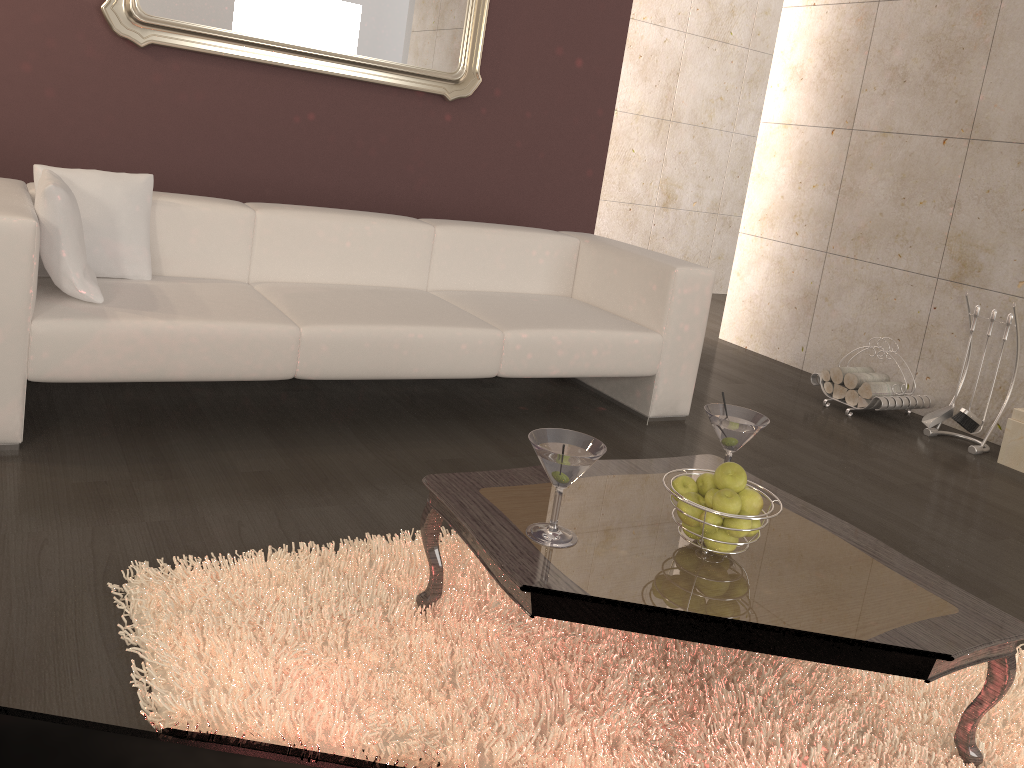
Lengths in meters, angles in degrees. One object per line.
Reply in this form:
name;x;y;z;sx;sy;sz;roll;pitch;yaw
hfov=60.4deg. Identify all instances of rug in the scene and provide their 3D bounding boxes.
rug;0.335;0.615;1.789;1.994;0.066;1.547;-1;18;-31

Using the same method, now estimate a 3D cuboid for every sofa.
sofa;-0.577;-0.297;3.380;2.778;0.638;0.967;-1;16;-31

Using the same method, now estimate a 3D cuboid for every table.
table;0.363;0.470;1.788;0.913;0.296;0.927;-1;18;-32

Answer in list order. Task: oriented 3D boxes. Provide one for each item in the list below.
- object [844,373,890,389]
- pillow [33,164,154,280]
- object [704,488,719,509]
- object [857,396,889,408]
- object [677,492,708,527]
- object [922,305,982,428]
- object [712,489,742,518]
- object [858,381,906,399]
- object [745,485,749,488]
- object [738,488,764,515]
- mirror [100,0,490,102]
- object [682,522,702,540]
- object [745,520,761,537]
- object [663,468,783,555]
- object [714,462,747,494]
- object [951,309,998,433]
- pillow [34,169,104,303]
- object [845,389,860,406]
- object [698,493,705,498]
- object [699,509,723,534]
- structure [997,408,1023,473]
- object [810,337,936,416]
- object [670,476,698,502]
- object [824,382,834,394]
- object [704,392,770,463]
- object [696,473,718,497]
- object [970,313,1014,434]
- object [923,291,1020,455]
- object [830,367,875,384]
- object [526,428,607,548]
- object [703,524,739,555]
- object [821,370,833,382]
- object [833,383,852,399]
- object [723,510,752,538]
object;1.760;-0.014;4.364;0.251;0.075;0.081;0;15;-31
pillow;-1.412;-0.542;2.976;0.376;0.354;0.173;1;13;-33
object;0.396;0.226;1.707;0.046;0.043;0.046;16;14;28
object;1.791;0.093;4.294;0.243;0.058;0.062;-1;15;-31
object;0.354;0.245;1.716;0.066;0.064;0.067;14;13;24
object;2.048;-0.083;4.084;0.125;0.591;0.118;10;9;7
object;0.405;0.226;1.662;0.053;0.050;0.055;1;15;-31
object;1.808;0.029;4.293;0.261;0.077;0.082;0;15;-31
object;0.455;0.231;1.777;0.062;0.054;0.062;-1;16;-38
object;0.459;0.234;1.713;0.057;0.060;0.063;15;14;26
mirror;-0.876;-1.813;4.009;1.780;0.808;0.048;0;12;-31
object;0.368;0.283;1.761;0.055;0.053;0.056;4;13;-21
object;0.464;0.276;1.737;0.051;0.047;0.052;-1;16;-37
object;0.404;0.269;1.740;0.235;0.116;0.238;12;14;12
object;0.428;0.184;1.724;0.062;0.063;0.064;1;14;-31
object;2.128;-0.058;4.011;0.136;0.576;0.071;8;9;-8
pillow;-1.363;-0.457;2.699;0.185;0.351;0.385;2;14;-33
object;1.763;0.064;4.352;0.251;0.075;0.081;0;15;-31
object;0.402;0.235;1.795;0.062;0.061;0.061;14;13;22
object;0.378;0.261;1.676;0.045;0.045;0.045;-1;16;-40
structure;2.850;-0.067;3.256;0.587;1.313;1.562;3;14;-31
object;1.816;-0.050;4.398;0.501;0.372;0.441;1;15;-31
object;0.344;0.211;1.759;0.054;0.053;0.054;13;13;20
object;1.690;0.016;4.472;0.251;0.056;0.058;-1;15;-31
object;0.512;0.150;2.068;0.153;0.212;0.152;16;13;33
object;0.394;0.203;1.764;0.045;0.048;0.051;5;13;-17
object;2.146;-0.044;3.929;0.106;0.554;0.027;1;12;-39
object;2.132;-0.057;4.016;0.216;0.684;0.269;3;12;-32
object;1.717;-0.045;4.435;0.251;0.081;0.083;0;15;-31
object;0.093;0.190;1.689;0.151;0.212;0.154;0;14;-39
object;0.405;0.296;1.710;0.069;0.062;0.068;12;13;12
object;1.683;-0.044;4.489;0.251;0.056;0.058;-1;15;-31
object;1.737;0.039;4.425;0.275;0.072;0.085;-1;16;-31
object;0.428;0.266;1.674;0.053;0.050;0.055;2;14;-27
